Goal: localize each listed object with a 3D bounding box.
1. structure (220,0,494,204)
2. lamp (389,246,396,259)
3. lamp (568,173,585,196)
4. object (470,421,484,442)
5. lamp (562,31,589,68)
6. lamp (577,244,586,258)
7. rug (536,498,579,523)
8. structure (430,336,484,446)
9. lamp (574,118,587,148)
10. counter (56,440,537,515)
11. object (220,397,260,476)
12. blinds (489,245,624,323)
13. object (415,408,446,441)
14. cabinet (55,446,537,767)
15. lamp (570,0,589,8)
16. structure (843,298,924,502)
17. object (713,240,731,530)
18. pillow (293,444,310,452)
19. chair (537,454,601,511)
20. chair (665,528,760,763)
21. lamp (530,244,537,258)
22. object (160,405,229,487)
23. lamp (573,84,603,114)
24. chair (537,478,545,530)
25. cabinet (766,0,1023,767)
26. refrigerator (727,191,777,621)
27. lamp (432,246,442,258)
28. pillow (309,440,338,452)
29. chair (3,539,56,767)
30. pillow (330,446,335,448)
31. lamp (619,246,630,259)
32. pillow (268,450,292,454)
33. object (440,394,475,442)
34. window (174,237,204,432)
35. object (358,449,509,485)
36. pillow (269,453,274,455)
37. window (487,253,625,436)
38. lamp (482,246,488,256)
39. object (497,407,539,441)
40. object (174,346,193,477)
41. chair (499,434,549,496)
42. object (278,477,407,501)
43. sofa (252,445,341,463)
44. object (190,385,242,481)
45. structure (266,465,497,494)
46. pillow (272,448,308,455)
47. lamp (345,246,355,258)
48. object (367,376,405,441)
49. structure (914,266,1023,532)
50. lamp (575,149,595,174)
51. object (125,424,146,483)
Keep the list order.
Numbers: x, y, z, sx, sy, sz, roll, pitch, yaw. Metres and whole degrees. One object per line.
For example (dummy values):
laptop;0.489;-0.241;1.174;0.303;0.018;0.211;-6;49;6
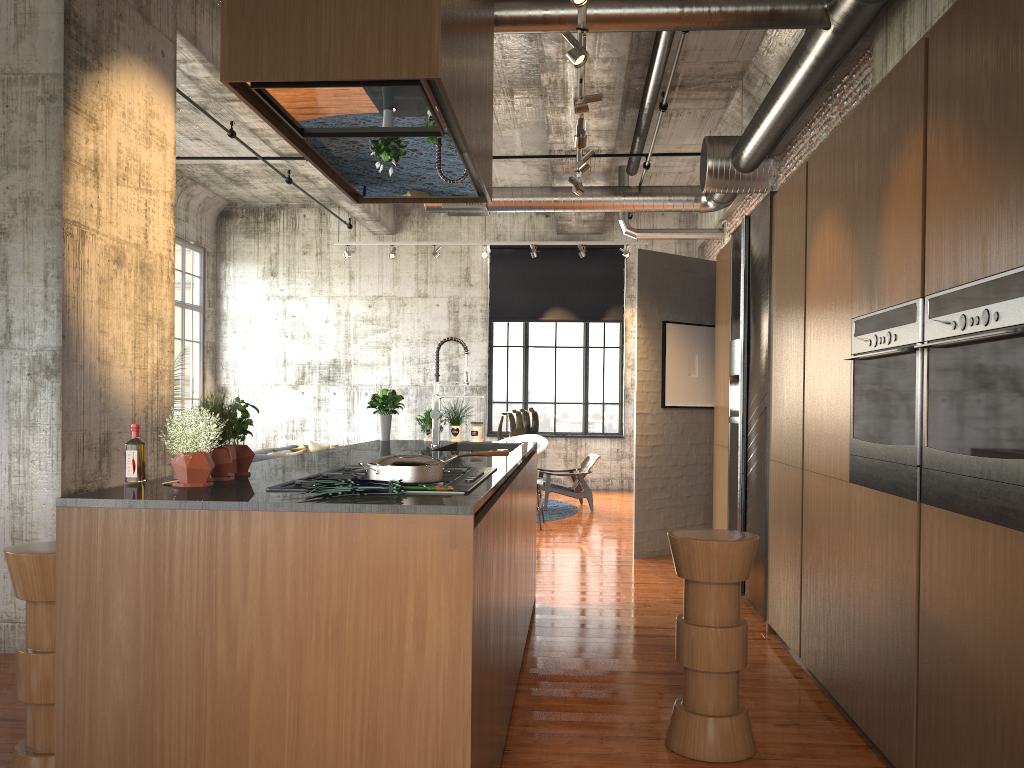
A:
structure;-0.477;-1.444;3.428;0.663;1.126;1.629;1;-1;4
lamp;-2.084;-2.292;15.492;0.102;0.228;0.199;1;0;14
lamp;0.635;-1.952;8.629;0.102;0.211;0.260;1;0;34
object;-0.269;0.364;6.776;0.107;0.158;0.107;1;0;39
lamp;0.395;-2.028;5.392;0.165;0.251;0.102;1;0;29
lamp;1.200;-2.267;15.198;0.165;0.251;0.102;1;0;-41
rug;-1.440;1.828;13.176;4.847;0.009;4.845;2;-2;-40
structure;-0.369;0.049;6.045;0.360;0.750;0.168;1;1;4
lamp;0.547;-1.987;7.083;0.102;0.241;0.182;1;0;-1
counter;-0.578;0.481;4.760;1.245;0.174;4.363;1;-1;4
object;-1.101;0.206;3.545;0.179;0.311;0.172;1;0;10
blinds;0.806;-1.851;16.204;2.443;1.464;0.150;1;1;4
object;-0.623;0.312;6.845;0.236;0.258;0.231;0;0;42
cabinet;-0.585;1.042;4.767;1.245;1.243;4.361;1;-1;4
lamp;0.339;-2.047;4.568;0.102;0.251;0.165;0;0;-41
structure;1.591;0.071;3.881;0.079;0.795;0.860;1;0;4
object;2.339;0.245;8.028;0.859;3.046;0.910;1;0;4
pillow;-3.281;1.133;13.919;0.228;0.371;0.405;1;0;13
chair;0.801;1.458;13.294;1.043;0.793;0.875;1;0;-6
chair;0.912;1.169;4.051;0.411;0.963;0.409;1;0;34
lamp;0.375;-2.275;15.254;0.102;0.251;0.165;1;0;29
object;-1.107;0.209;3.062;0.221;0.283;0.211;1;0;12
lamp;0.508;-2.005;6.241;0.260;0.211;0.102;1;0;-1
chair;-0.036;1.404;11.238;0.875;0.793;1.043;1;-1;5
cabinet;2.011;0.140;3.401;0.859;3.045;5.342;1;-1;4
refrigerator;2.371;0.225;6.809;1.211;3.051;1.517;1;0;4
lamp;-1.315;-2.288;15.405;0.182;0.241;0.102;1;0;-1
pillow;-3.043;1.119;14.020;0.536;0.446;0.260;1;0;11
chair;-1.804;1.128;3.550;0.409;0.963;0.411;1;0;-17
pillow;-2.717;1.140;13.966;0.434;0.319;0.168;1;0;-21
lamp;1.949;-2.253;15.196;0.102;0.215;0.226;0;0;-45
pillow;-3.148;1.061;12.122;0.364;0.315;0.171;1;0;-6
object;-0.423;0.252;6.808;0.305;0.381;0.362;1;0;38
window;-5.855;-0.844;14.226;0.050;3.436;4.283;1;-1;4
object;-0.235;0.297;3.267;0.331;0.120;0.729;0;-1;39
pillow;-3.319;1.077;12.019;0.434;0.319;0.168;1;0;4
window;0.811;-0.723;16.390;2.579;3.436;0.050;1;1;4
lamp;-0.473;-2.279;15.367;0.102;0.211;0.260;1;-1;-1
object;0.108;1.060;15.892;0.727;1.296;0.456;1;0;16
object;-3.313;0.665;7.699;1.888;2.064;1.513;1;0;27
chair;0.130;1.365;14.921;1.057;1.030;0.806;0;0;43
object;-0.533;0.318;2.788;0.391;0.068;0.185;2;-1;-40
sofa;-3.183;1.383;13.023;1.362;0.861;3.004;1;-1;6
object;-1.112;0.172;3.301;0.196;0.367;0.186;1;0;44
structure;-0.442;0.358;3.453;0.678;0.019;1.097;1;-1;4
pillow;-2.939;1.076;11.984;0.536;0.446;0.260;1;0;11
lamp;-2.863;-2.302;15.532;0.102;0.211;0.260;1;0;39
object;-0.972;0.188;6.819;0.304;0.502;0.268;1;0;-44
structure;1.528;0.051;2.984;0.079;0.795;0.860;1;0;4
lamp;0.633;-1.966;7.852;0.199;0.228;0.102;1;0;14
object;-1.349;0.247;3.175;0.056;0.208;0.056;1;0;4
